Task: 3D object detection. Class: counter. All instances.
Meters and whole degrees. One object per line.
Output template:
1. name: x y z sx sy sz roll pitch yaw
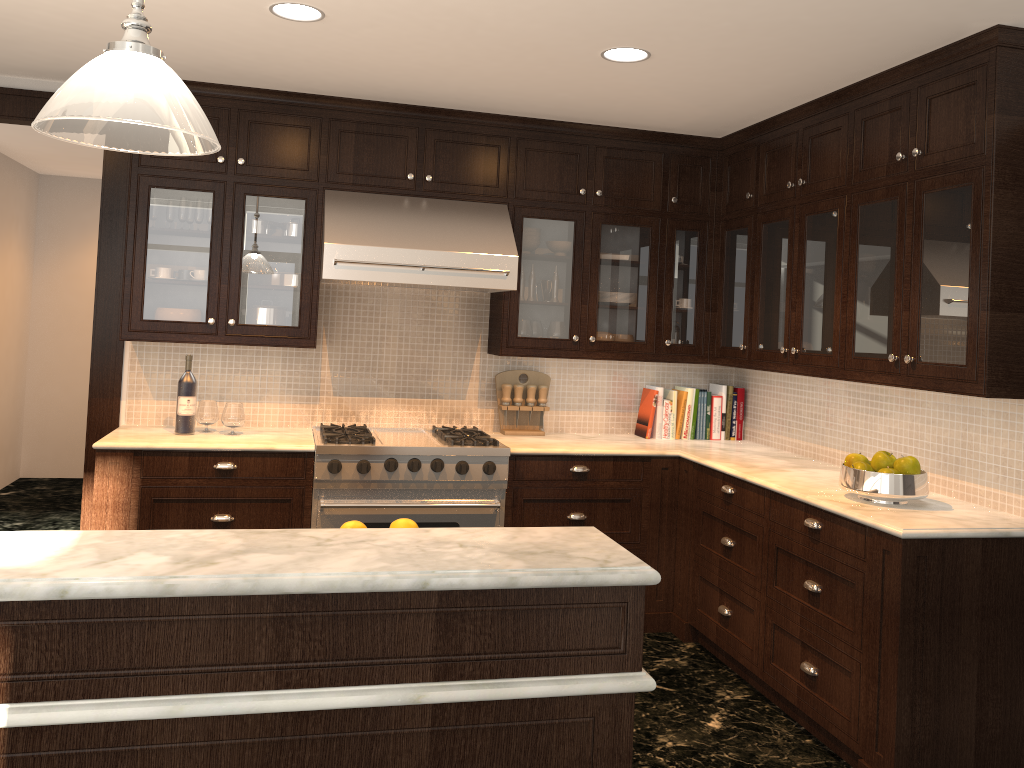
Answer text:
1. counter: -0.049 0.361 3.700 3.363 0.032 2.320 2 4 -14
2. counter: -1.266 0.435 1.696 2.865 0.032 1.056 2 4 -14
3. counter: -1.162 0.279 1.351 2.850 0.032 0.329 2 4 -14

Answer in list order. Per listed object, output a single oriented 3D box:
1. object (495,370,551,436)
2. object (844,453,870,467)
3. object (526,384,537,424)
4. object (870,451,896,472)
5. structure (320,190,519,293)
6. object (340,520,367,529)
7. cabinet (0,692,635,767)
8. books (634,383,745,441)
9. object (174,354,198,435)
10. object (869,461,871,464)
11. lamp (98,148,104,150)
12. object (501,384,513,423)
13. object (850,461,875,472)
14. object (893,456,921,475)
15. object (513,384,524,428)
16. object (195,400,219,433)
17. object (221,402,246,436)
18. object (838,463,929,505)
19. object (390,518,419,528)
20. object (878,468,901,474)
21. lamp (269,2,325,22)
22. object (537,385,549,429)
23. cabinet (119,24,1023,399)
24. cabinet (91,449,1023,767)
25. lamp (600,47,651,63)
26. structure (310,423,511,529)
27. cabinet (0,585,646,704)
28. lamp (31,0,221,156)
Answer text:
1. object: 0.065 0.100 4.821 0.316 0.350 0.110 3 -1 -14
2. object: 1.332 0.317 3.414 0.091 0.099 0.093 4 1 43
3. object: 0.102 0.115 4.819 0.061 0.226 0.061 4 -2 -44
4. object: 1.406 0.303 3.336 0.091 0.100 0.096 2 1 -37
5. structure: -0.483 -0.732 4.469 0.929 0.478 0.640 2 2 -14
6. object: -0.390 0.374 2.177 0.079 0.074 0.082 2 2 -27
7. cabinet: -1.285 0.877 1.689 2.843 0.915 1.027 2 2 -14
8. books: 1.014 0.152 5.051 0.602 0.312 0.194 2 0 -15
9. object: -1.541 0.049 4.186 0.094 0.378 0.095 3 -1 1
10. object: 1.373 0.344 3.434 0.091 0.095 0.091 3 1 17
11. lamp: -2.805 -1.703 6.115 0.197 0.137 0.198 3 2 -9
12. object: -0.032 0.112 4.785 0.061 0.229 0.061 4 -1 -32
13. object: 1.325 0.340 3.338 0.100 0.097 0.091 3 1 4
14. object: 1.462 0.314 3.266 0.091 0.098 0.093 2 1 -43
15. object: 0.032 0.119 4.801 0.061 0.238 0.061 4 -2 -44
16. object: -1.485 0.157 4.304 0.112 0.151 0.112 3 0 -22
17. object: -1.341 0.168 4.250 0.112 0.151 0.112 3 0 -22
18. object: 1.409 0.379 3.352 0.318 0.122 0.319 2 3 -20
19. object: -0.271 0.375 2.223 0.082 0.072 0.081 3 1 1
20. object: 1.394 0.358 3.263 0.091 0.098 0.092 3 1 15
21. lamp: -0.772 -1.405 3.187 0.198 0.137 0.197 5 3 41
22. object: 0.165 0.123 4.835 0.061 0.238 0.061 2 -2 40
23. cabinet: 0.005 -0.714 3.734 3.362 1.257 2.312 2 3 -14
24. cabinet: -0.072 0.818 3.687 3.363 0.882 2.320 2 3 -14
25. lamp: 0.452 -1.365 3.492 0.198 0.137 0.197 4 2 21
26. structure: -0.546 0.660 4.406 0.905 0.840 0.720 3 1 -14
27. cabinet: -1.177 0.371 1.346 2.832 0.153 0.293 2 3 -14
28. lamp: -0.680 -0.839 1.625 0.317 0.785 0.317 3 -1 0
